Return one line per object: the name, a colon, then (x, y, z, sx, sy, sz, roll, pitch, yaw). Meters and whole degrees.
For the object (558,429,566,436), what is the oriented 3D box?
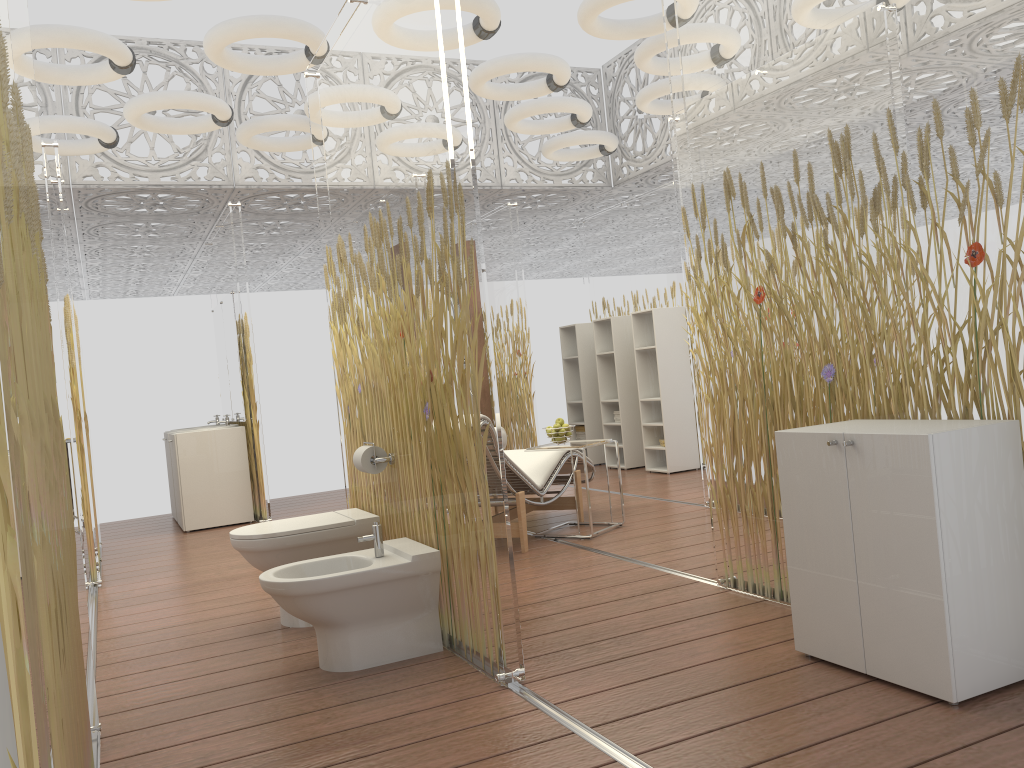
object: (0.302, 0.292, 5.365, 0.047, 0.045, 0.047, -6, 0, -21)

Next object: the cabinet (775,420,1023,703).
cabinet: (1.165, 0.481, 2.672, 0.358, 0.712, 0.595, -6, 0, -25)

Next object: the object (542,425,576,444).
object: (0.291, 0.314, 5.422, 0.206, 0.105, 0.206, -5, 0, 20)

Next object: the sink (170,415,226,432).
sink: (-2.864, 0.432, 8.135, 0.499, 0.266, 0.573, -6, 0, -28)

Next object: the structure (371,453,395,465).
structure: (-0.562, 0.315, 3.720, 0.080, 0.047, 0.215, -6, 0, -25)

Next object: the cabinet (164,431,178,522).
cabinet: (-2.843, 0.799, 8.129, 0.549, 0.782, 0.643, -6, 0, -25)

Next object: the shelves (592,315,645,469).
shelves: (1.095, 0.074, 8.695, 0.344, 1.460, 0.366, -6, 0, -25)

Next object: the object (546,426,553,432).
object: (0.231, 0.283, 5.452, 0.047, 0.048, 0.047, -5, 0, 28)

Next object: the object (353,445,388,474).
object: (-0.595, 0.317, 3.726, 0.115, 0.115, 0.131, -6, 0, -25)

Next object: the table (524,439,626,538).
table: (0.389, 0.631, 5.438, 0.420, 0.535, 0.420, -5, 0, 35)

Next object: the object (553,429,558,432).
object: (0.271, 0.273, 5.402, 0.040, 0.038, 0.040, -5, 0, 36)

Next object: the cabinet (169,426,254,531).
cabinet: (-2.542, 0.774, 7.476, 0.549, 0.782, 0.643, -6, 0, -25)

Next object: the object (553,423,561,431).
object: (0.273, 0.261, 5.362, 0.047, 0.045, 0.047, -6, 0, -24)

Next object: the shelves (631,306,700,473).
shelves: (1.390, 0.050, 8.057, 0.344, 1.460, 0.366, -6, 0, -25)

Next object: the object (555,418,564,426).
object: (0.292, 0.235, 5.419, 0.055, 0.056, 0.055, -6, 0, -25)

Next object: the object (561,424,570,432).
object: (0.327, 0.268, 5.400, 0.050, 0.054, 0.055, -5, 0, 34)

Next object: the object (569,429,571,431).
object: (0.332, 0.280, 5.455, 0.055, 0.048, 0.054, -6, 0, -32)

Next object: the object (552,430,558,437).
object: (0.259, 0.300, 5.372, 0.040, 0.040, 0.039, -6, 0, -33)

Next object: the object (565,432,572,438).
object: (0.343, 0.308, 5.414, 0.045, 0.042, 0.045, -6, 0, -30)

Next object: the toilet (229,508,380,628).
toilet: (-0.922, 0.834, 3.958, 0.611, 0.437, 0.401, -6, 0, -25)

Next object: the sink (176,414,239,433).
sink: (-2.563, 0.406, 7.483, 0.499, 0.266, 0.573, -6, 0, -22)

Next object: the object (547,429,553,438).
object: (0.240, 0.300, 5.409, 0.058, 0.058, 0.058, -5, 0, 32)

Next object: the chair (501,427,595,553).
chair: (-0.049, 0.547, 5.525, 0.635, 0.811, 1.787, -5, 0, 25)

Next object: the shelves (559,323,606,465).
shelves: (0.801, 0.099, 9.334, 0.344, 1.460, 0.366, -6, 0, -25)

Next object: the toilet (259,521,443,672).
toilet: (-0.608, 0.779, 3.272, 0.611, 0.506, 0.401, -6, 0, -25)

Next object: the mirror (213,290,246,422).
mirror: (-2.536, -0.204, 7.911, 0.009, 1.081, 1.422, -6, 0, -25)
